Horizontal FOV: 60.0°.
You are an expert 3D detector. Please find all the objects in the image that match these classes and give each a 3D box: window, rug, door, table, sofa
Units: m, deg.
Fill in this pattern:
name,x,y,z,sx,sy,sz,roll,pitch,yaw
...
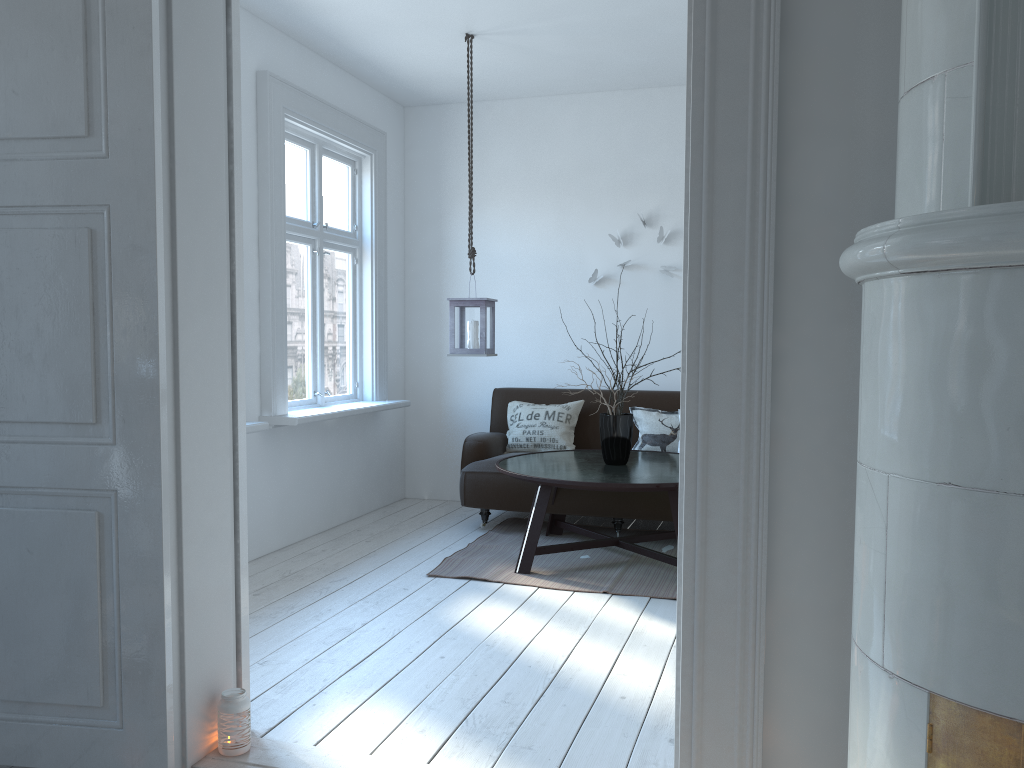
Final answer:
name,x,y,z,sx,sy,sz,roll,pitch,yaw
window,-1.580,-0.644,3.651,0.375,1.848,1.455,1,4,17
rug,0.569,0.900,4.765,1.710,0.055,1.455,1,3,18
door,-0.219,-0.205,2.196,2.598,2.508,0.577,1,4,17
window,-7.989,-3.680,29.088,27.751,15.038,51.236,1,3,17
table,0.562,0.677,4.725,1.300,0.504,1.298,1,3,7
sofa,0.802,0.469,5.464,2.165,0.825,0.968,1,3,17

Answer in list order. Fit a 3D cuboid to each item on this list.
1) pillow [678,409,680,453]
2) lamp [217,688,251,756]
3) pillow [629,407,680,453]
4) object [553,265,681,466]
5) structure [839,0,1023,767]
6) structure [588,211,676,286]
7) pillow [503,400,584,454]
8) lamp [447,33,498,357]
name,x,y,z,sx,sy,sz,roll,pitch,yaw
pillow,1.213,0.314,5.319,0.471,0.309,0.188,1,4,18
lamp,-0.773,0.938,2.466,0.089,0.166,0.089,1,4,16
pillow,0.956,0.314,5.478,0.473,0.348,0.158,1,4,15
object,0.651,-0.098,4.581,0.845,1.067,0.525,0,4,-12
structure,0.751,-0.237,1.326,1.247,2.831,0.799,-2,4,-28
structure,1.002,-0.891,5.799,1.025,0.479,0.085,1,4,17
pillow,0.197,0.285,5.752,0.519,0.367,0.238,1,4,17
lamp,-0.216,-1.035,4.886,0.228,1.764,0.228,1,4,14
